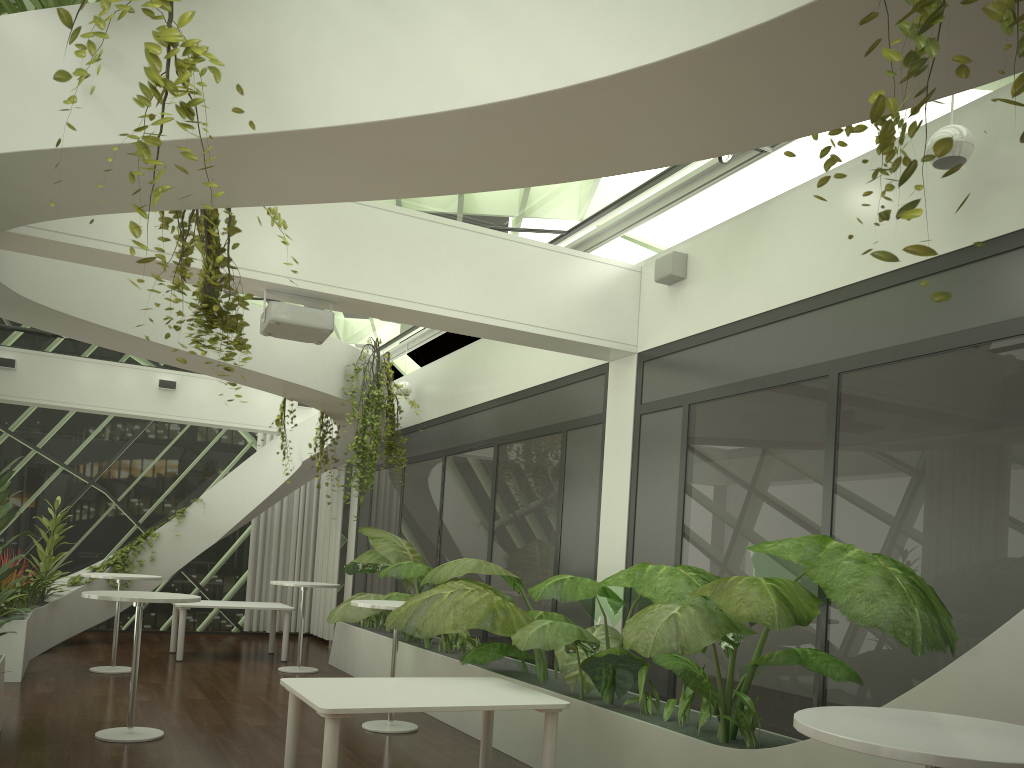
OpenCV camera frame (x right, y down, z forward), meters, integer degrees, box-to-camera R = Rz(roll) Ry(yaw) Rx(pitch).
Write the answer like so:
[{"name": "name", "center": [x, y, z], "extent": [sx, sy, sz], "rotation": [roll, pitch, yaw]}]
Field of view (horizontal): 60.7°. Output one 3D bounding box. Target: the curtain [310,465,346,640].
[{"name": "curtain", "center": [-2.989, 2.139, 14.468], "extent": [0.161, 4.055, 1.002], "rotation": [5, -3, -27]}]

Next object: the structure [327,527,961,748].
[{"name": "structure", "center": [-0.495, 2.043, 7.349], "extent": [1.795, 1.696, 8.984], "rotation": [7, -11, -26]}]

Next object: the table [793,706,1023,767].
[{"name": "table", "center": [1.282, 1.609, 2.671], "extent": [0.865, 1.086, 0.858], "rotation": [9, -8, -41]}]

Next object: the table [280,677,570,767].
[{"name": "table", "center": [-0.565, 2.209, 5.275], "extent": [1.512, 0.711, 1.077], "rotation": [8, -10, -26]}]

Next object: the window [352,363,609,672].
[{"name": "window", "center": [-0.845, 1.978, 10.502], "extent": [0.050, 3.206, 7.249], "rotation": [5, -9, -26]}]

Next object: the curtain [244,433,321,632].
[{"name": "curtain", "center": [-3.814, 2.186, 14.955], "extent": [1.238, 4.055, 0.160], "rotation": [5, -3, -27]}]

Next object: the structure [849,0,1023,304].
[{"name": "structure", "center": [0.494, -1.075, 0.364], "extent": [1.228, 1.836, 3.264], "rotation": [1, -9, 29]}]

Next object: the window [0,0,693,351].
[{"name": "window", "center": [-1.991, -1.810, 6.851], "extent": [5.730, 0.054, 16.879], "rotation": [9, -13, -25]}]

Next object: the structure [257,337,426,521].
[{"name": "structure", "center": [-1.914, 0.496, 9.779], "extent": [1.434, 2.054, 1.659], "rotation": [1, -6, 29]}]

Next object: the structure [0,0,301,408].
[{"name": "structure", "center": [-1.576, -0.746, 3.864], "extent": [4.622, 2.297, 1.466], "rotation": [-1, -7, 27]}]

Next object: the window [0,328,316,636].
[{"name": "window", "center": [-5.808, 1.743, 14.229], "extent": [5.780, 4.604, 0.038], "rotation": [7, -4, -26]}]

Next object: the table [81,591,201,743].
[{"name": "table", "center": [-2.908, 2.182, 6.796], "extent": [0.854, 1.086, 0.869], "rotation": [3, -6, 9]}]

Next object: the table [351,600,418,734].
[{"name": "table", "center": [-1.025, 2.487, 7.729], "extent": [0.854, 1.086, 0.869], "rotation": [3, -6, 9]}]

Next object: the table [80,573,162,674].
[{"name": "table", "center": [-4.500, 2.731, 10.005], "extent": [0.854, 1.086, 0.869], "rotation": [3, -6, 9]}]

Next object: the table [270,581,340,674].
[{"name": "table", "center": [-2.617, 3.035, 10.938], "extent": [0.854, 1.086, 0.869], "rotation": [3, -6, 9]}]

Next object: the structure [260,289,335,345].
[{"name": "structure", "center": [-1.475, -0.459, 5.999], "extent": [0.465, 0.273, 0.391], "rotation": [8, -9, -26]}]

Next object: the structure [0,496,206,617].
[{"name": "structure", "center": [-5.796, 2.030, 10.895], "extent": [2.031, 1.650, 4.855], "rotation": [3, -10, 6]}]

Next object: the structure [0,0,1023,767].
[{"name": "structure", "center": [-0.168, 0.374, 2.519], "extent": [5.949, 4.172, 24.642], "rotation": [7, -11, -20]}]

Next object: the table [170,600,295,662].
[{"name": "table", "center": [-3.807, 3.326, 11.809], "extent": [1.512, 0.711, 1.077], "rotation": [8, -10, -26]}]

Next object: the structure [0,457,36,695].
[{"name": "structure", "center": [-3.063, 1.046, 4.685], "extent": [0.859, 1.581, 3.357], "rotation": [6, -10, -26]}]

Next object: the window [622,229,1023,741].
[{"name": "window", "center": [2.499, 0.827, 3.763], "extent": [0.050, 3.206, 7.160], "rotation": [5, -9, -26]}]
